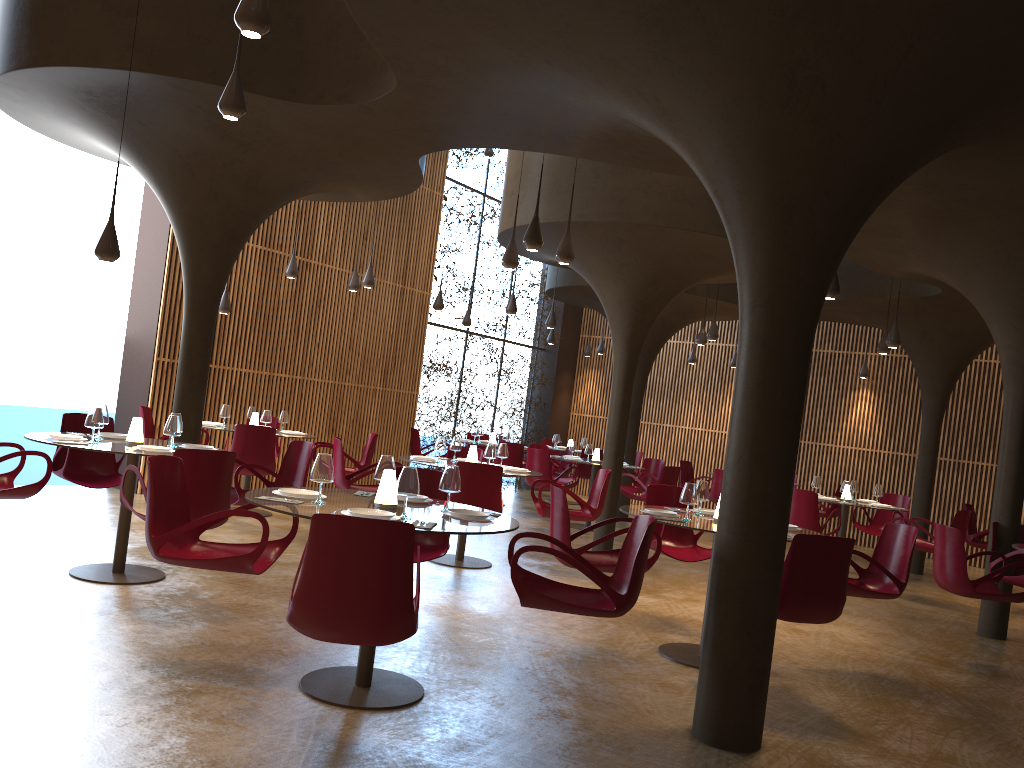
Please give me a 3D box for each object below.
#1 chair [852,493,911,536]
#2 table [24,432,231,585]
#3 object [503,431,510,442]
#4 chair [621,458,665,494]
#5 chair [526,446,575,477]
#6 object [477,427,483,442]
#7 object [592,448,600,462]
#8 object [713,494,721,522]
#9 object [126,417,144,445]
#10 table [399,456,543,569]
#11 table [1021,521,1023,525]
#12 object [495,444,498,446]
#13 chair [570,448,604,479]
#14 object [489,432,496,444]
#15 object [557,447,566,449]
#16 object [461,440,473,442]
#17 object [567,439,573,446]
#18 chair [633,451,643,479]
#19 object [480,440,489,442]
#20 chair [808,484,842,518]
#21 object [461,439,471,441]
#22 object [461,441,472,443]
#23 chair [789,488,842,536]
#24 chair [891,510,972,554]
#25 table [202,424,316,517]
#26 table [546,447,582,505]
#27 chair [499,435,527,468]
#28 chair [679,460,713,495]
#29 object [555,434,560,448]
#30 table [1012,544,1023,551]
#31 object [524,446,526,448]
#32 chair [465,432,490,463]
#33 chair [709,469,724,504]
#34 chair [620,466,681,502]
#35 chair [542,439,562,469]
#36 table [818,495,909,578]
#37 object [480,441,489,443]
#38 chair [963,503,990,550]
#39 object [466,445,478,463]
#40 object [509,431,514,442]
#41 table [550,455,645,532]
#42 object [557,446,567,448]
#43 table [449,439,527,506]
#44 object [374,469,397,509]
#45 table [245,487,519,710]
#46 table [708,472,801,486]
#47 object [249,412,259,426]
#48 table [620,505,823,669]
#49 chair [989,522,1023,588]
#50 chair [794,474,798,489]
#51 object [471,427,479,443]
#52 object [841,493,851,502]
[{"bbox_3d":[5.650,1.980,13.439,0.874,0.636,0.624,8,-1,-45],"label":"chair"},{"bbox_3d":[-3.314,1.078,7.612,1.675,1.130,1.670,8,-1,-33],"label":"table"},{"bbox_3d":[-0.104,1.030,16.606,0.142,0.295,0.141,7,-1,-39],"label":"object"},{"bbox_3d":[2.299,1.631,15.783,0.874,0.636,0.624,8,-1,-45],"label":"chair"},{"bbox_3d":[0.772,1.480,17.143,0.873,0.636,0.624,7,-1,-15],"label":"chair"},{"bbox_3d":[-0.627,0.984,17.246,0.142,0.295,0.141,8,-1,-43],"label":"object"},{"bbox_3d":[1.431,1.205,15.006,0.142,0.232,0.144,7,-1,-10],"label":"object"},{"bbox_3d":[1.734,1.013,7.267,0.142,0.232,0.144,7,-1,-5],"label":"object"},{"bbox_3d":[-3.229,0.402,7.614,0.142,0.232,0.144,7,-1,13],"label":"object"},{"bbox_3d":[-0.542,1.504,10.277,1.672,1.130,1.672,7,-1,-1],"label":"table"},{"bbox_3d":[7.935,2.627,12.386,1.675,1.130,1.670,8,-1,-35],"label":"table"},{"bbox_3d":[-0.262,1.133,16.422,0.263,0.029,0.263,7,-2,-4],"label":"object"},{"bbox_3d":[1.482,1.589,17.822,0.625,0.636,0.872,7,-1,-15],"label":"chair"},{"bbox_3d":[-0.361,1.038,16.927,0.142,0.232,0.144,7,-1,0],"label":"object"},{"bbox_3d":[1.097,1.406,19.540,0.331,0.014,0.332,6,-2,27],"label":"object"},{"bbox_3d":[-0.905,1.074,16.807,0.331,0.014,0.332,7,-2,16],"label":"object"},{"bbox_3d":[1.250,1.302,19.029,0.144,0.232,0.142,7,-1,10],"label":"object"},{"bbox_3d":[2.383,1.744,19.245,0.873,0.636,0.624,7,-1,-15],"label":"chair"},{"bbox_3d":[-0.513,1.132,17.438,0.263,0.029,0.263,8,-2,-17],"label":"object"},{"bbox_3d":[5.395,2.010,15.527,0.871,0.636,0.626,6,-1,35],"label":"chair"},{"bbox_3d":[-0.904,1.064,16.807,0.263,0.029,0.263,7,-2,7],"label":"object"},{"bbox_3d":[-0.873,1.076,16.506,0.262,0.017,0.126,7,-2,-10],"label":"object"},{"bbox_3d":[3.949,1.719,11.824,0.624,0.636,0.874,6,-1,40],"label":"chair"},{"bbox_3d":[5.576,1.921,11.752,0.626,0.636,0.871,8,-1,-45],"label":"chair"},{"bbox_3d":[-3.563,1.177,11.974,1.673,1.130,1.672,7,-1,-9],"label":"table"},{"bbox_3d":[1.166,1.978,19.027,1.673,1.130,1.671,7,-1,-13],"label":"table"},{"bbox_3d":[0.109,1.444,18.704,0.873,0.636,0.624,8,-1,-20],"label":"chair"},{"bbox_3d":[3.586,1.824,16.857,0.871,0.636,0.626,6,-1,40],"label":"chair"},{"bbox_3d":[0.984,1.248,19.348,0.141,0.295,0.142,7,-1,36],"label":"object"},{"bbox_3d":[5.497,2.197,8.175,1.672,1.130,1.673,7,-1,3],"label":"table"},{"bbox_3d":[0.152,1.201,16.963,0.263,0.029,0.263,6,-2,28],"label":"object"},{"bbox_3d":[-0.667,1.323,17.911,0.625,0.636,0.872,7,-1,-10],"label":"chair"},{"bbox_3d":[3.782,1.802,15.313,0.624,0.636,0.874,7,-1,30],"label":"chair"},{"bbox_3d":[2.225,1.571,14.096,0.626,0.636,0.871,8,-1,-45],"label":"chair"},{"bbox_3d":[0.945,1.587,20.013,0.625,0.636,0.872,7,-1,-10],"label":"chair"},{"bbox_3d":[4.697,2.230,12.660,1.675,1.130,1.670,8,-1,-35],"label":"table"},{"bbox_3d":[-0.514,1.141,17.438,0.331,0.014,0.332,6,-2,27],"label":"object"},{"bbox_3d":[7.159,2.162,13.197,0.871,0.636,0.626,6,-1,41],"label":"chair"},{"bbox_3d":[-0.458,0.828,10.279,0.142,0.232,0.145,7,-1,28],"label":"object"},{"bbox_3d":[-0.036,1.052,17.075,0.142,0.295,0.142,7,0,-15],"label":"object"},{"bbox_3d":[1.347,1.881,15.004,1.675,1.130,1.670,8,-1,-35],"label":"table"},{"bbox_3d":[1.099,1.396,19.540,0.263,0.029,0.263,7,-2,-11],"label":"object"},{"bbox_3d":[-0.446,1.714,16.925,1.673,1.130,1.671,7,-1,-13],"label":"table"},{"bbox_3d":[-0.769,0.647,5.483,0.142,0.232,0.144,8,-1,-37],"label":"object"},{"bbox_3d":[-0.854,1.322,5.481,1.672,1.130,1.673,7,-1,4],"label":"table"},{"bbox_3d":[4.373,2.297,16.276,1.669,1.130,1.675,6,-2,45],"label":"table"},{"bbox_3d":[-3.478,0.501,11.975,0.144,0.232,0.142,7,-1,20],"label":"object"},{"bbox_3d":[1.649,1.689,7.265,1.672,1.130,1.672,7,-1,-4],"label":"table"},{"bbox_3d":[5.465,1.835,9.333,0.625,0.636,0.872,7,-1,-7],"label":"chair"},{"bbox_3d":[5.178,2.033,17.201,0.624,0.636,0.874,6,-1,35],"label":"chair"},{"bbox_3d":[-0.693,0.959,16.681,0.141,0.295,0.142,7,-1,34],"label":"object"},{"bbox_3d":[4.782,1.554,12.662,0.142,0.232,0.144,7,-1,10],"label":"object"}]
